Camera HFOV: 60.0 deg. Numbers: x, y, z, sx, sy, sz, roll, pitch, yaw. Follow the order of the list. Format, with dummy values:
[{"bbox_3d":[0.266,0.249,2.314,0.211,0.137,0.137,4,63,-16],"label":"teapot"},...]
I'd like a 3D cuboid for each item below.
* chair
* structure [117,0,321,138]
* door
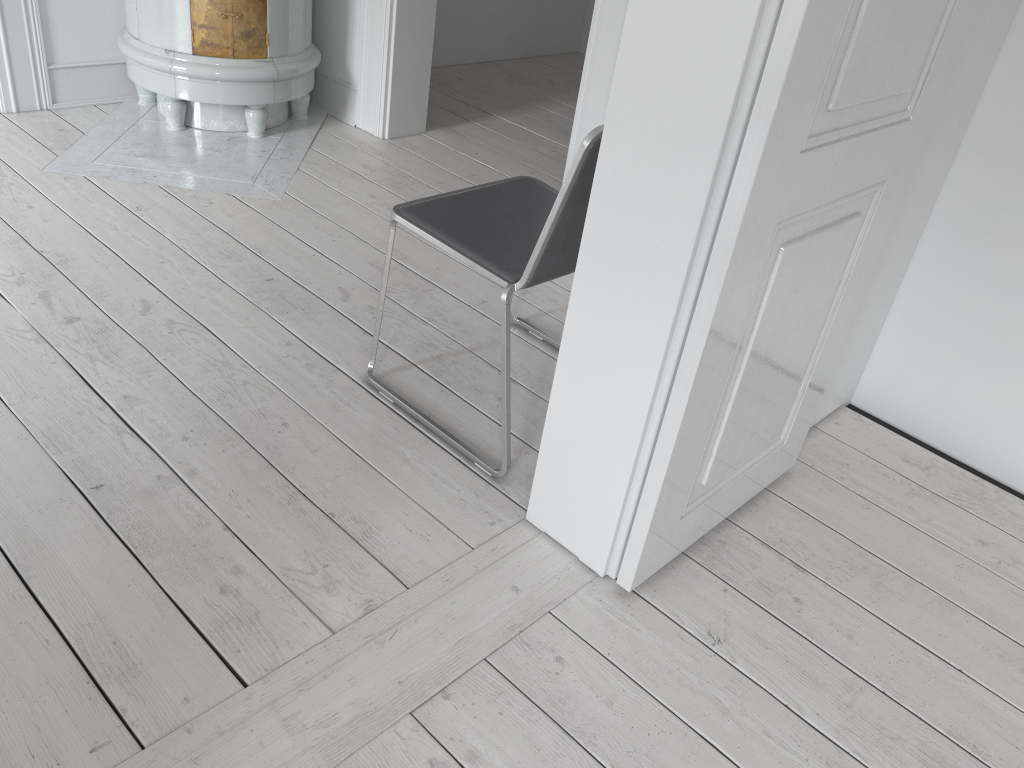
[{"bbox_3d":[0.047,-0.310,2.069,0.525,0.796,0.562,33,40,32],"label":"chair"},{"bbox_3d":[-1.025,-2.286,3.013,0.788,2.739,0.788,22,35,18],"label":"structure"},{"bbox_3d":[0.608,-0.669,1.312,0.034,2.322,0.667,33,40,32],"label":"door"}]
